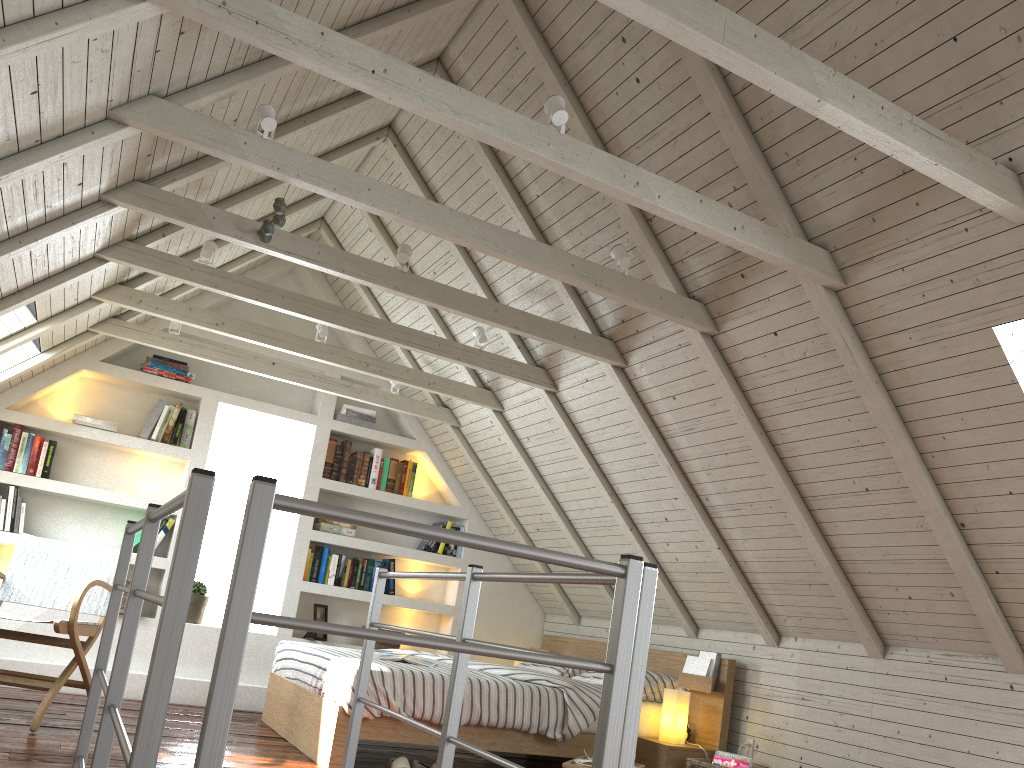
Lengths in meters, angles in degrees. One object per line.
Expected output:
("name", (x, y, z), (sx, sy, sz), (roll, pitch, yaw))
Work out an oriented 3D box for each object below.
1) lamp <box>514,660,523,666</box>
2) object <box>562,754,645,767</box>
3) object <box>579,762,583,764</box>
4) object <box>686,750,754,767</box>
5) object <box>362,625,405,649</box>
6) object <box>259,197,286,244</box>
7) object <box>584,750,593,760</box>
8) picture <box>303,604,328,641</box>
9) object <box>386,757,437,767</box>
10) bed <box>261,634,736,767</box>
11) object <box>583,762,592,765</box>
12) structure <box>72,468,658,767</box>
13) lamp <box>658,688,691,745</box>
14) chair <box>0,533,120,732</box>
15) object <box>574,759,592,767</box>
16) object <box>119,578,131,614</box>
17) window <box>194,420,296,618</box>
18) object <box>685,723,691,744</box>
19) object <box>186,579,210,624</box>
("lamp", (0.055, 1.912, 5.695), (0.091, 0.247, 0.091), (12, -10, -18))
("object", (0.386, 1.702, 3.724), (0.267, 0.178, 0.546), (4, -16, 19))
("object", (0.339, 1.587, 3.676), (0.140, 0.014, 0.079), (10, -16, -5))
("object", (0.951, 1.826, 4.010), (0.242, 0.271, 0.238), (19, -16, -41))
("object", (-0.843, 1.653, 5.711), (0.288, 0.131, 0.179), (19, -17, -33))
("object", (-0.774, -0.522, 2.852), (0.060, 0.065, 0.287), (15, -17, -25))
("object", (0.381, 1.628, 3.841), (0.157, 0.045, 0.160), (19, -19, -34))
("picture", (-1.222, 1.477, 5.463), (0.126, 0.218, 0.178), (6, -12, 15))
("object", (-0.386, 1.637, 3.738), (0.289, 0.089, 0.278), (17, -17, -27))
("bed", (-0.200, 1.623, 4.677), (1.901, 0.689, 1.897), (16, -17, -24))
("object", (0.360, 1.566, 3.621), (0.118, 0.028, 0.113), (0, -18, 29))
("structure", (-0.509, 0.846, 2.051), (0.846, 0.972, 1.661), (14, -15, -24))
("lamp", (0.786, 1.608, 4.254), (0.091, 0.247, 0.090), (16, -12, -34))
("chair", (-2.085, 1.043, 3.808), (0.550, 0.774, 0.573), (9, -11, 0))
("object", (0.349, 1.575, 3.627), (0.190, 0.016, 0.193), (13, -16, -14))
("object", (-2.230, 1.205, 5.024), (0.207, 0.196, 0.207), (15, -14, -25))
("window", (-2.134, 0.356, 4.272), (1.403, 1.341, 3.170), (-2, -18, 41))
("object", (0.854, 1.728, 4.358), (0.071, 0.095, 0.038), (-2, -15, 42))
("object", (-1.884, 1.287, 5.230), (0.162, 0.265, 0.161), (16, -13, -32))
